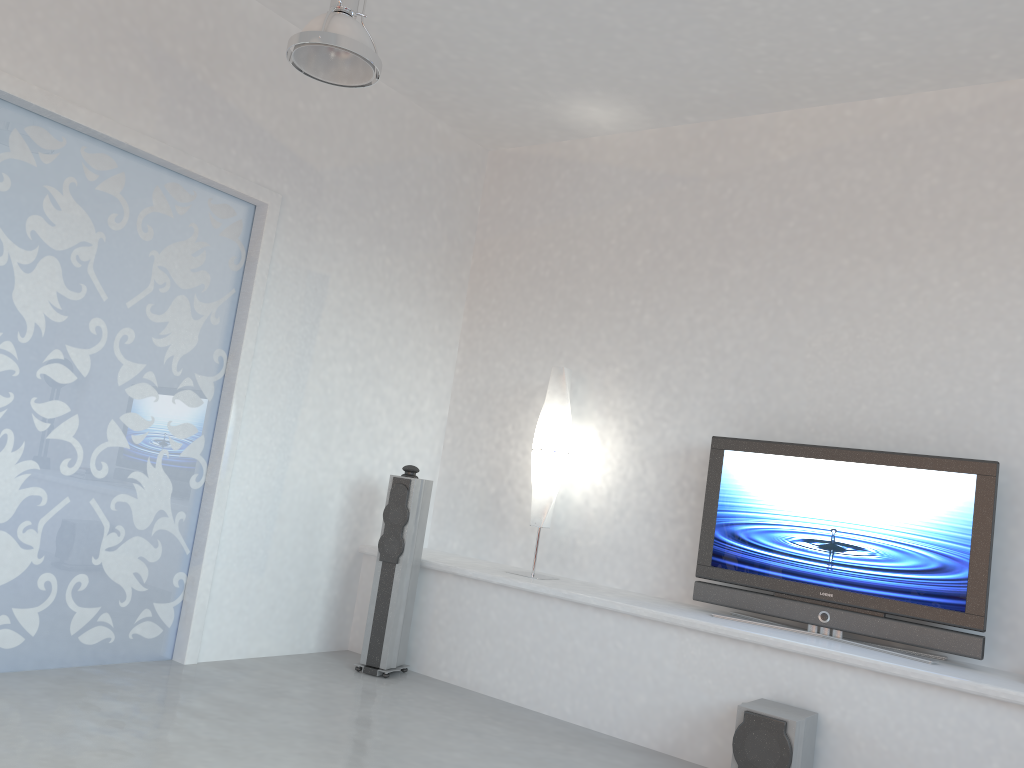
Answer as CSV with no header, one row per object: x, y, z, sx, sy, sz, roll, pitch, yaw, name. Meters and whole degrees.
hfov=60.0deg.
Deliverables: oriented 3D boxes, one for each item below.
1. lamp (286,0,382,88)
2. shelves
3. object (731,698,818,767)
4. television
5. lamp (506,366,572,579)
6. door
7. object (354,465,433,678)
-0.662,-1.674,3.623,0.379,0.800,0.379,4,-8,33,lamp
1.438,1.223,4.174,5.500,0.050,0.650,3,-8,36,shelves
1.104,1.571,3.760,0.336,0.374,0.337,3,-8,36,object
1.571,0.767,4.326,1.356,0.919,0.343,3,-8,36,television
0.212,0.514,5.264,0.263,1.239,0.263,5,-8,28,lamp
-2.014,0.057,4.208,0.240,2.550,1.600,3,-8,36,door
-0.658,1.059,5.118,0.255,1.184,0.273,6,-7,22,object
